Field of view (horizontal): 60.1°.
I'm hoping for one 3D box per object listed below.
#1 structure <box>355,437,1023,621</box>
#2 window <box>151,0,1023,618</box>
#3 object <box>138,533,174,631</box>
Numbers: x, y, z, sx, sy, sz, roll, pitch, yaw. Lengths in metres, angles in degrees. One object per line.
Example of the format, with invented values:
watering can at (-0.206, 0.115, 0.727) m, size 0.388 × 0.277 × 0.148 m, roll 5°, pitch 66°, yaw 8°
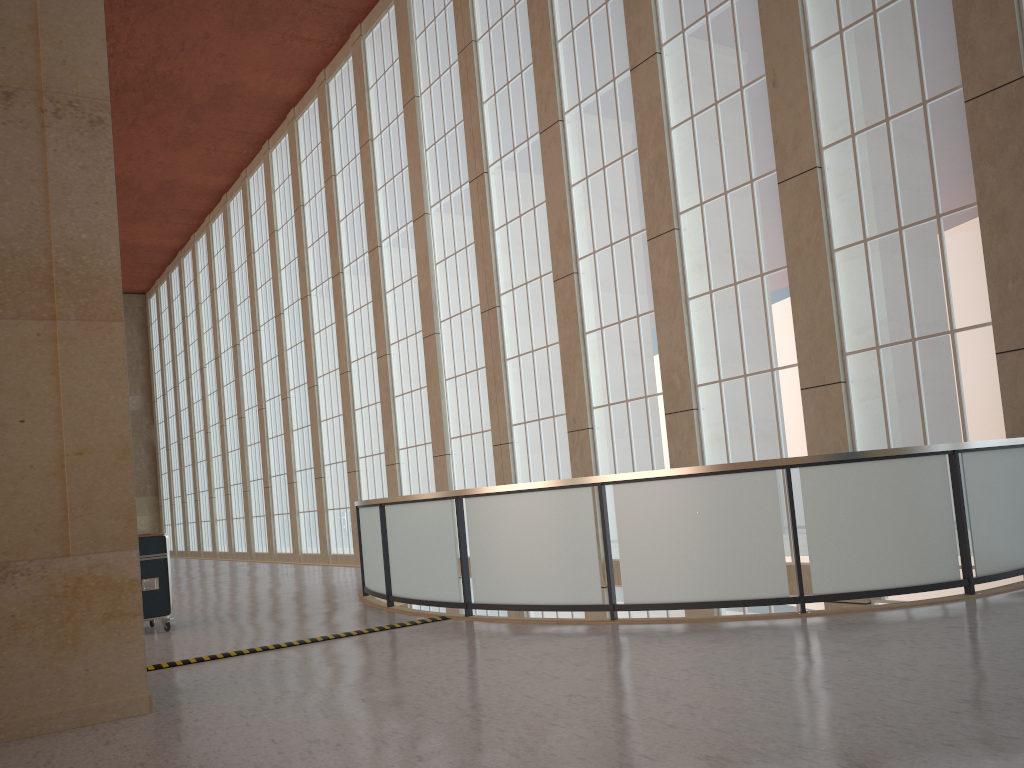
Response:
structure at (0.856, 2.482, 14.307) m, size 5.243 × 1.787 × 13.153 m, roll 1°, pitch -9°, yaw -43°
window at (-31.269, 10.298, 71.405) m, size 0.010 × 28.525 × 165.954 m, roll -3°, pitch -7°, yaw -33°
object at (-6.062, 3.175, 14.028) m, size 1.054 × 1.535 × 1.280 m, roll -2°, pitch -6°, yaw -33°
